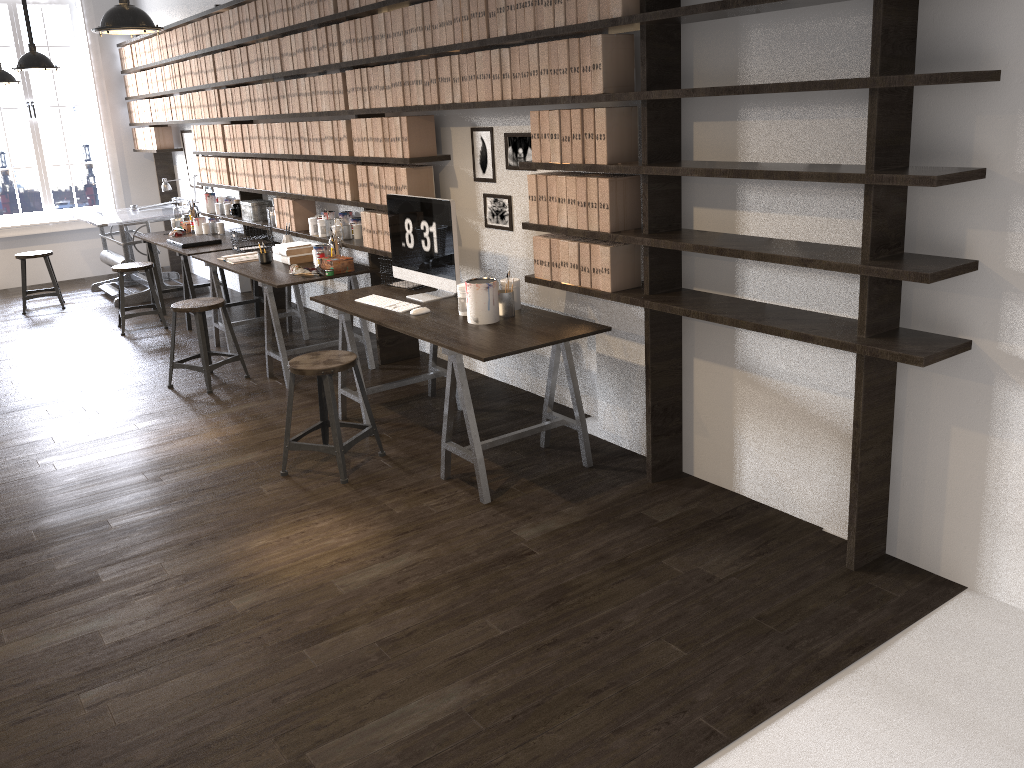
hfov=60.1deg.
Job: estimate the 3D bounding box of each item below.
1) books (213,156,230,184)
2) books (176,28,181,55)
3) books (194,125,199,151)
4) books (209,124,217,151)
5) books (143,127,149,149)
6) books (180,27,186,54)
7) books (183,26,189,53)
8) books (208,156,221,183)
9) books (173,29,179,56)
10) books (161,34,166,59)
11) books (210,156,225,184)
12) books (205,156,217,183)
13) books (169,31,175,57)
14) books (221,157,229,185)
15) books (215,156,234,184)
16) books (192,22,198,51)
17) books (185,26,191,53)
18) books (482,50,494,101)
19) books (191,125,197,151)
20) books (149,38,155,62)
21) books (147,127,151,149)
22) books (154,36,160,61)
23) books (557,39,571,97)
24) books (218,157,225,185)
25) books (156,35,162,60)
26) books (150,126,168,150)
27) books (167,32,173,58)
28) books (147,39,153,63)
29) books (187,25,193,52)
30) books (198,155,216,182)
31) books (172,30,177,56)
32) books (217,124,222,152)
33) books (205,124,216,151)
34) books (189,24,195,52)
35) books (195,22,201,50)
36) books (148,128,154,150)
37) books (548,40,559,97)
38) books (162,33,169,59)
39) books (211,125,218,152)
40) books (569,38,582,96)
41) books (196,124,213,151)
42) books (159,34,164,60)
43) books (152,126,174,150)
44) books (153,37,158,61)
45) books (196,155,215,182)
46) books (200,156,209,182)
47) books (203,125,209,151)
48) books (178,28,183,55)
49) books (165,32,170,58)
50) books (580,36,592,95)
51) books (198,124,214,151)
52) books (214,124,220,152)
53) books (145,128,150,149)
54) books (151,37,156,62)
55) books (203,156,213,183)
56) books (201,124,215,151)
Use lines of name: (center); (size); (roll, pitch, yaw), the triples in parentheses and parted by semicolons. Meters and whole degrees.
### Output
books: (-2.464, -1.839, 7.614); (0.175, 0.223, 0.067); (-14, 19, -34)
books: (-2.840, -3.002, 7.779); (0.175, 0.222, 0.067); (-14, 19, -33)
books: (-2.720, -2.189, 7.880); (0.175, 0.222, 0.067); (-14, 19, -33)
books: (-2.478, -2.101, 7.557); (0.175, 0.223, 0.067); (-14, 19, -34)
books: (-3.754, -2.578, 9.290); (0.175, 0.223, 0.067); (-14, 19, -33)
books: (-2.764, -2.972, 7.669); (0.175, 0.223, 0.067); (-14, 19, -34)
books: (-2.720, -2.958, 7.616); (0.175, 0.223, 0.067); (-14, 19, -33)
books: (-2.541, -1.872, 7.731); (0.175, 0.223, 0.067); (-14, 19, -33)
books: (-2.882, -3.016, 7.829); (0.175, 0.223, 0.067); (-14, 19, -34)
books: (-3.127, -3.111, 8.174); (0.175, 0.222, 0.067); (-14, 19, -34)
books: (-2.504, -1.856, 7.674); (0.175, 0.223, 0.067); (-14, 19, -34)
books: (-2.583, -1.887, 7.786); (0.175, 0.223, 0.067); (-14, 19, -33)
books: (-2.958, -3.048, 7.942); (0.175, 0.223, 0.067); (-14, 19, -33)
books: (-2.342, -1.797, 7.459); (0.175, 0.222, 0.067); (-14, 19, -33)
books: (-2.422, -1.823, 7.557); (0.175, 0.223, 0.067); (-14, 19, -33)
books: (-2.559, -2.894, 7.387); (0.175, 0.223, 0.067); (-14, 19, -33)
books: (-2.678, -2.943, 7.561); (0.175, 0.223, 0.067); (-14, 19, -33)
books: (-0.044, -1.438, 4.130); (0.175, 0.223, 0.067); (-14, 19, -34)
books: (-2.763, -2.205, 7.937); (0.175, 0.223, 0.067); (-14, 19, -34)
books: (-3.368, -3.201, 8.501); (0.175, 0.223, 0.067); (-14, 19, -34)
books: (-3.673, -2.549, 9.184); (0.175, 0.222, 0.067); (-14, 19, -34)
books: (-3.249, -3.154, 8.330); (0.175, 0.223, 0.067); (-14, 19, -33)
books: (0.280, -1.317, 3.689); (0.175, 0.223, 0.067); (-14, 19, -33)
books: (-2.382, -1.811, 7.509); (0.175, 0.222, 0.067); (-14, 19, -34)
books: (-3.207, -3.138, 8.272); (0.175, 0.223, 0.067); (-14, 19, -34)
books: (-3.591, -2.520, 9.077); (0.175, 0.223, 0.067); (-14, 19, -33)
books: (-3.002, -3.062, 7.996); (0.175, 0.223, 0.067); (-14, 19, -34)
books: (-3.412, -3.216, 8.555); (0.175, 0.223, 0.067); (-14, 19, -33)
books: (-2.640, -2.927, 7.504); (0.175, 0.223, 0.067); (-14, 19, -34)
books: (-2.703, -1.932, 7.949); (0.175, 0.222, 0.067); (-14, 19, -33)
books: (-2.917, -3.032, 7.886); (0.175, 0.223, 0.067); (-14, 19, -33)
books: (-2.350, -2.051, 7.377); (0.175, 0.222, 0.067); (-14, 19, -33)
books: (-2.524, -2.115, 7.610); (0.175, 0.223, 0.067); (-14, 19, -34)
books: (-2.601, -2.910, 7.444); (0.175, 0.223, 0.067); (-14, 19, -34)
books: (-2.519, -2.881, 7.339); (0.175, 0.222, 0.067); (-14, 19, -34)
books: (-3.638, -2.533, 9.129); (0.175, 0.223, 0.067); (-14, 19, -33)
books: (0.245, -1.333, 3.744); (0.175, 0.222, 0.067); (-14, 19, -34)
books: (-3.088, -3.094, 8.112); (0.175, 0.223, 0.067); (-14, 19, -33)
books: (-2.439, -2.083, 7.494); (0.175, 0.223, 0.067); (-14, 19, -33)
books: (0.324, -1.303, 3.638); (0.175, 0.223, 0.067); (-14, 19, -34)
books: (-2.682, -2.176, 7.831); (0.175, 0.222, 0.067); (-14, 19, -33)
books: (-3.167, -3.125, 8.224); (0.175, 0.222, 0.067); (-14, 19, -33)
books: (-3.552, -2.504, 9.021); (0.175, 0.223, 0.067); (-14, 19, -33)
books: (-3.289, -3.170, 8.389); (0.175, 0.223, 0.067); (-14, 19, -33)
books: (-2.746, -1.945, 7.999); (0.175, 0.223, 0.067); (-14, 19, -34)
books: (-2.668, -1.918, 7.898); (0.175, 0.222, 0.067); (-14, 19, -33)
books: (-2.561, -2.131, 7.669); (0.175, 0.223, 0.067); (-14, 19, -33)
books: (-2.804, -2.988, 7.728); (0.175, 0.222, 0.067); (-14, 19, -33)
books: (-3.040, -3.079, 8.055); (0.175, 0.223, 0.067); (-14, 19, -34)
books: (0.366, -1.288, 3.582); (0.175, 0.223, 0.067); (-14, 19, -34)
books: (-2.647, -2.160, 7.776); (0.175, 0.223, 0.067); (-14, 19, -34)
books: (-2.392, -2.068, 7.438); (0.175, 0.222, 0.067); (-14, 19, -34)
books: (-3.710, -2.562, 9.233); (0.175, 0.222, 0.067); (-14, 19, -34)
books: (-3.326, -3.187, 8.446); (0.175, 0.223, 0.067); (-14, 19, -34)
books: (-2.627, -1.901, 7.839); (0.175, 0.223, 0.067); (-14, 19, -34)
books: (-2.603, -2.147, 7.725); (0.175, 0.223, 0.067); (-14, 19, -33)
